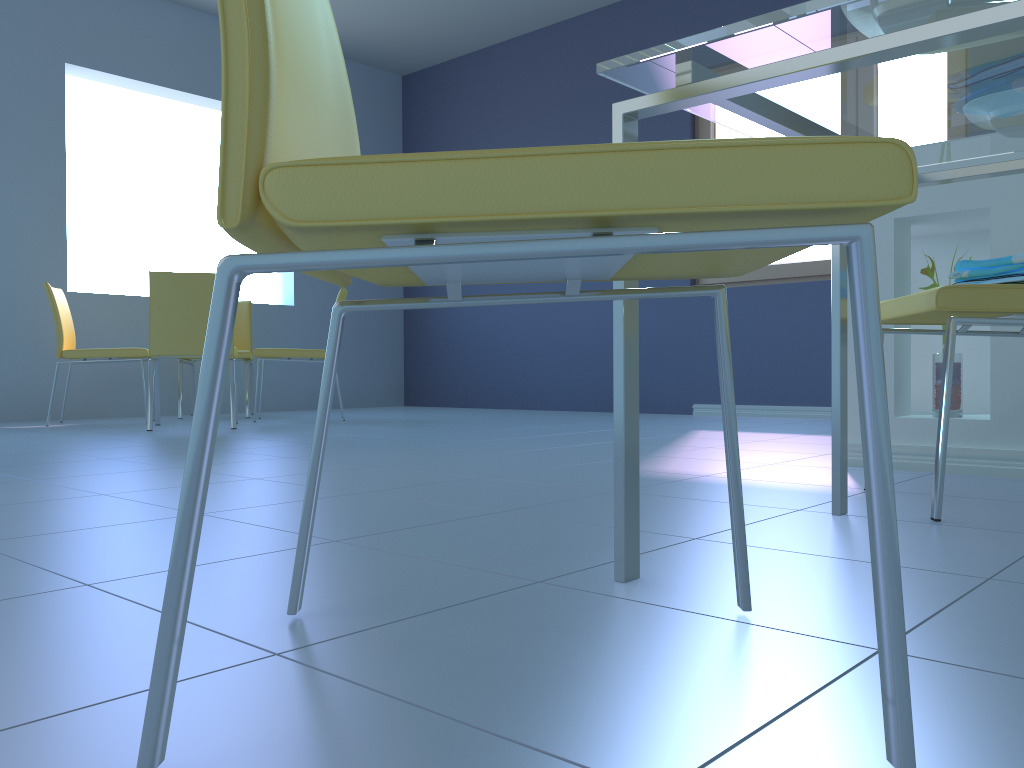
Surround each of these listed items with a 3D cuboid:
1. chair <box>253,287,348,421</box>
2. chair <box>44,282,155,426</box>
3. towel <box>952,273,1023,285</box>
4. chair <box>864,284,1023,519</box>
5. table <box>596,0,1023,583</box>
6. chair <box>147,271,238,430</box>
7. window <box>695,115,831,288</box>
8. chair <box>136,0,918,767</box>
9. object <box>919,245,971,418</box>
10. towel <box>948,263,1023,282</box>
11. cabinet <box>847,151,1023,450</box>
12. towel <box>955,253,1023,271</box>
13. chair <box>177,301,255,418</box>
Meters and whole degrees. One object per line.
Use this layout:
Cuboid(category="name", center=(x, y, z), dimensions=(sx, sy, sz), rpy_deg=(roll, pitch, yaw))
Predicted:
Cuboid(category="chair", center=(-1.130, -0.157, 4.780), dimensions=(0.484, 0.699, 0.387), rpy_deg=(0, 1, -12))
Cuboid(category="chair", center=(-2.098, -0.151, 4.522), dimensions=(0.484, 0.695, 0.387), rpy_deg=(-1, 1, -17))
Cuboid(category="towel", center=(0.915, -0.177, 1.574), dimensions=(0.195, 0.024, 0.201), rpy_deg=(-1, 1, -23))
Cuboid(category="chair", center=(0.934, -0.134, 1.583), dimensions=(0.484, 0.695, 0.387), rpy_deg=(0, 1, 5))
Cuboid(category="table", center=(0.774, -0.068, 0.880), dimensions=(1.173, 0.590, 0.730), rpy_deg=(0, 1, 42))
Cuboid(category="chair", center=(-1.481, -0.150, 4.130), dimensions=(0.387, 0.695, 0.484), rpy_deg=(-1, 1, -17))
Cuboid(category="window", center=(1.606, -1.165, 4.627), dimensions=(1.475, 1.263, 0.142), rpy_deg=(0, 1, 42))
Cuboid(category="chair", center=(-0.006, -0.119, 0.707), dimensions=(0.484, 0.695, 0.387), rpy_deg=(0, 1, 0))
Cuboid(category="object", center=(1.056, -0.130, 2.158), dimensions=(0.067, 0.423, 0.229), rpy_deg=(-1, 1, -17))
Cuboid(category="towel", center=(0.918, -0.193, 1.577), dimensions=(0.195, 0.027, 0.192), rpy_deg=(-1, 1, -27))
Cuboid(category="cabinet", center=(2.255, -0.199, 2.495), dimensions=(2.139, 0.800, 2.200), rpy_deg=(0, 1, 42))
Cuboid(category="towel", center=(0.920, -0.209, 1.574), dimensions=(0.195, 0.033, 0.190), rpy_deg=(-1, 1, -22))
Cuboid(category="chair", center=(-1.716, -0.161, 5.186), dimensions=(0.387, 0.695, 0.484), rpy_deg=(0, 1, -12))
